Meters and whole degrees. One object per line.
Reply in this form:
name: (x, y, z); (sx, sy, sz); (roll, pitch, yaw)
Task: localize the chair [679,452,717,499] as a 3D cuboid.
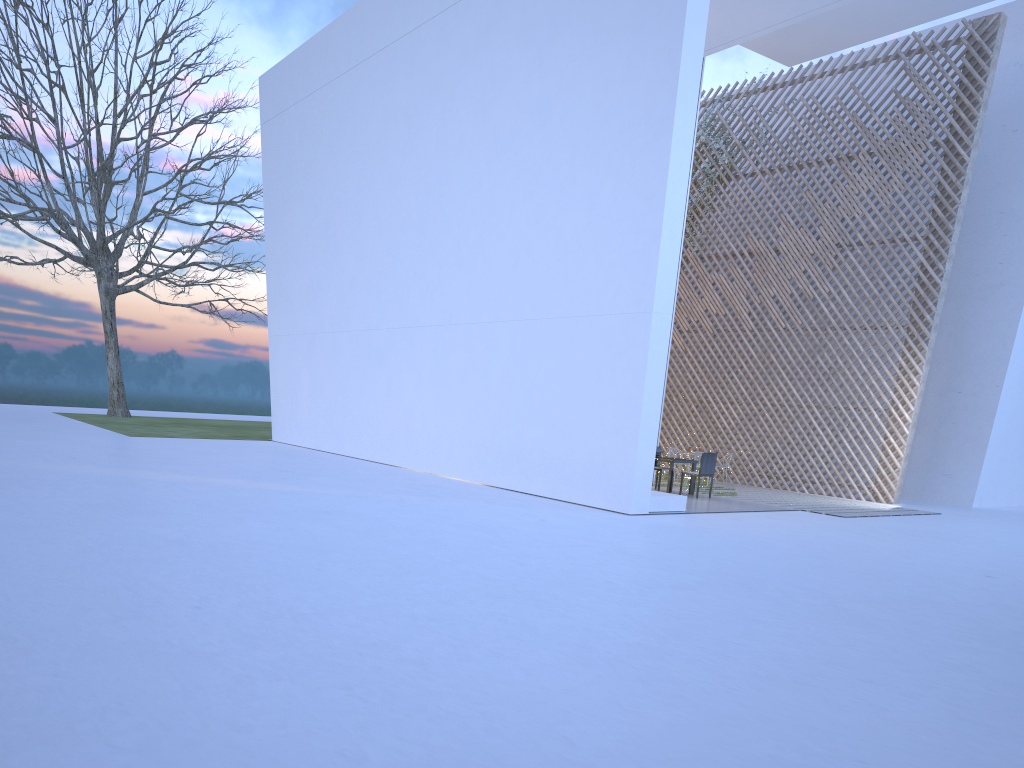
chair: (1.756, 0.858, 7.781); (0.187, 0.473, 0.222); (-8, 18, -35)

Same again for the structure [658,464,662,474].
structure: (1.864, 1.033, 10.620); (0.264, 0.281, 0.245); (-1, 11, -28)

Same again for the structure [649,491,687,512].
structure: (0.767, -0.706, 7.650); (1.687, 3.583, 3.445); (-8, 14, -36)

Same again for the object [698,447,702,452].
object: (2.117, 0.752, 9.284); (0.031, 0.083, 0.028); (6, 16, 9)

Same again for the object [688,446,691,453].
object: (2.040, 0.751, 9.451); (0.031, 0.083, 0.028); (6, 16, 9)

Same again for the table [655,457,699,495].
table: (1.549, 0.898, 8.045); (0.354, 0.358, 0.331); (-3, 11, -35)

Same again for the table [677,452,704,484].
table: (2.065, 0.964, 9.430); (0.344, 0.360, 0.325); (6, 10, 16)

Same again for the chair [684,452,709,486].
chair: (2.068, 0.935, 9.108); (0.261, 0.411, 0.227); (6, 14, 9)

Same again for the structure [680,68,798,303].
structure: (2.120, -1.992, 9.741); (2.241, 2.946, 0.709); (14, 20, 43)

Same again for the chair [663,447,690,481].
chair: (1.943, 0.940, 9.699); (0.257, 0.410, 0.231); (-5, 16, -34)

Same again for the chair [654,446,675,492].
chair: (1.466, 0.847, 8.162); (0.187, 0.473, 0.222); (-8, 18, -35)

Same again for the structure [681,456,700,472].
structure: (2.254, 1.013, 10.130); (0.303, 0.349, 0.284); (12, 13, 39)

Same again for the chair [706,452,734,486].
chair: (2.390, 0.964, 9.421); (0.249, 0.410, 0.239); (5, 13, 4)

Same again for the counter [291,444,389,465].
counter: (-2.235, 0.649, 10.514); (0.226, 0.471, 3.452); (-8, 6, -37)
